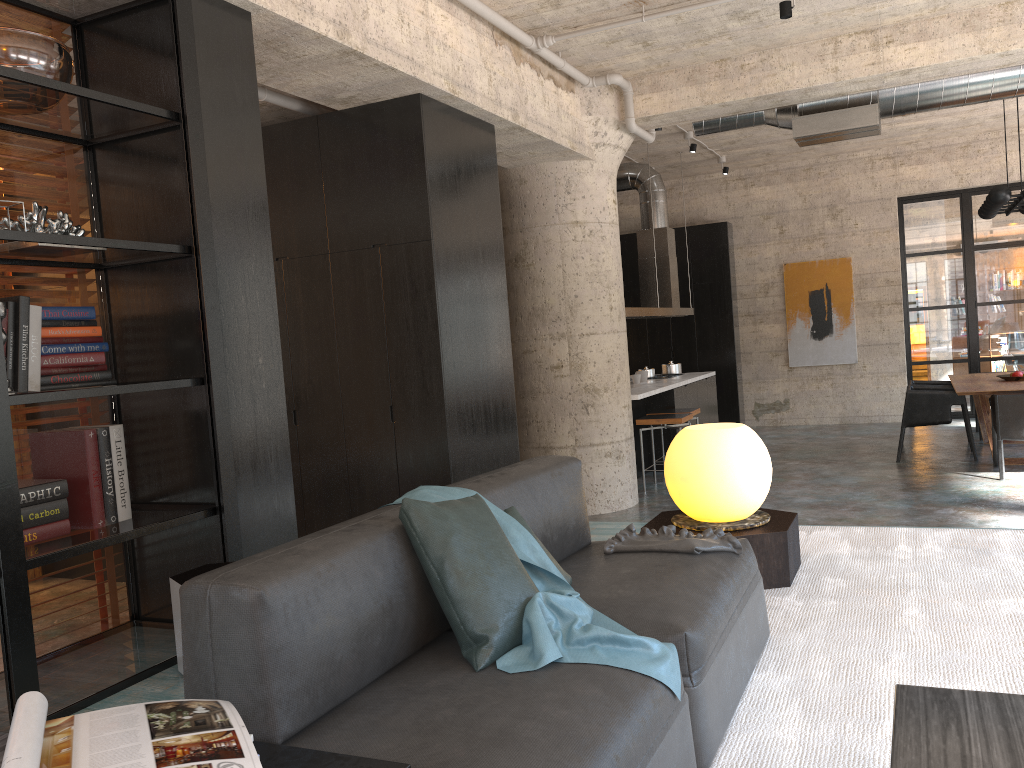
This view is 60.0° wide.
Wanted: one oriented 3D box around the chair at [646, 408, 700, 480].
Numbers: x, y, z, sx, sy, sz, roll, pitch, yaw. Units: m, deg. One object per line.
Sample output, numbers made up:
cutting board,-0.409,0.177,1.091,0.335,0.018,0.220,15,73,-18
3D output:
chair,1.697,0.624,9.182,0.450,0.698,0.450,-3,3,25

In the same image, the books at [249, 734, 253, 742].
books,-0.479,0.496,1.045,0.252,0.011,0.318,-4,3,1

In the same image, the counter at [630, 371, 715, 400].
counter,1.458,0.017,10.122,1.000,0.046,3.500,-3,3,25

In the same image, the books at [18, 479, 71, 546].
books,-1.779,0.457,3.036,0.274,0.197,0.393,-3,3,25

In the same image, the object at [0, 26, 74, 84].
object,-1.802,-1.098,3.170,0.430,0.217,0.434,-3,3,28

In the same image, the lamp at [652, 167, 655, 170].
lamp,1.953,-2.881,12.323,0.145,0.236,0.107,-4,3,8

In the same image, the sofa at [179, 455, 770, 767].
sofa,-0.006,0.635,2.354,1.019,0.680,2.063,-3,3,25

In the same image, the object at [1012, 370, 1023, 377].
object,5.168,-0.097,8.996,0.219,0.097,0.100,-6,3,-22

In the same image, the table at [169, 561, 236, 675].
table,-1.030,0.845,3.192,0.316,0.340,0.365,-6,3,-35

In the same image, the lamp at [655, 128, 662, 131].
lamp,1.465,-2.676,9.000,0.107,0.236,0.145,-4,3,8

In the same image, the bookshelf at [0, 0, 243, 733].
bookshelf,-2.037,-0.143,2.320,0.628,2.571,2.900,-3,3,25

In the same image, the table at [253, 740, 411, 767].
table,-0.433,0.867,1.421,0.420,0.390,0.413,-3,3,25

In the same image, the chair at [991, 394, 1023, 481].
chair,4.717,0.433,7.940,0.707,0.738,0.754,-3,3,25

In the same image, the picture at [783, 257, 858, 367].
picture,4.404,-1.014,12.680,0.928,1.494,0.029,-3,3,25

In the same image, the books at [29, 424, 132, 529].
books,-1.617,0.347,3.338,0.277,0.362,0.191,-3,3,20

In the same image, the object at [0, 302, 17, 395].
object,-1.661,-0.111,2.846,0.099,0.301,0.099,-3,3,19

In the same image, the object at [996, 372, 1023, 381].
object,5.170,-0.084,9.021,0.435,0.079,0.435,-6,3,-29

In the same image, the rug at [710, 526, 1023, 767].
rug,0.907,0.983,0.698,2.954,0.032,7.768,-3,3,25

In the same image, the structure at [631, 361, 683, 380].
structure,1.827,-0.178,11.150,0.506,0.187,0.833,-3,3,25

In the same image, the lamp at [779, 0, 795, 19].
lamp,1.740,-2.406,5.529,0.141,0.215,0.107,-4,3,7

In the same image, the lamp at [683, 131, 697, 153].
lamp,2.058,-2.784,10.223,0.145,0.236,0.107,-4,3,8

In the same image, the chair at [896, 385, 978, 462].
chair,4.406,0.392,9.259,0.754,0.738,0.707,-3,3,25

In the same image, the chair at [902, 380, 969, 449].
chair,4.718,0.336,9.921,0.754,0.738,0.707,-3,3,25

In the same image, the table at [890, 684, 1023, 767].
table,0.912,0.816,1.000,0.900,0.309,1.500,-3,3,25

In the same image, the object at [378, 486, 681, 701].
object,-0.041,0.505,2.271,0.444,0.438,0.985,-7,4,-39

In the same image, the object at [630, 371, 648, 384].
object,1.462,-0.080,10.263,0.188,0.133,0.437,-3,3,25

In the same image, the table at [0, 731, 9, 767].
table,-0.746,0.826,0.910,0.800,0.570,0.800,-3,3,25

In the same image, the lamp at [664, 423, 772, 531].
lamp,0.902,0.392,3.892,0.462,0.417,0.462,-7,3,-37

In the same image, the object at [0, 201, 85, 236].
object,-1.734,-0.580,3.275,0.323,0.177,0.322,-3,3,25

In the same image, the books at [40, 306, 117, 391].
books,-1.739,-0.130,3.320,0.303,0.303,0.378,-3,3,26

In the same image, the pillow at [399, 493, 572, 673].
pillow,-0.009,0.442,2.256,0.320,0.393,0.670,-3,3,31

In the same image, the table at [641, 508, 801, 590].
table,0.854,0.727,3.752,0.616,0.230,1.044,-3,3,25

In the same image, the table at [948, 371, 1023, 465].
table,5.233,0.329,9.059,1.299,0.756,2.410,-3,3,25

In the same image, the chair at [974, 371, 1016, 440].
chair,5.798,0.233,10.324,0.707,0.738,0.754,-3,3,25

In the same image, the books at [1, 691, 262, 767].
books,-0.470,0.459,1.098,0.273,0.109,0.322,-6,3,-25

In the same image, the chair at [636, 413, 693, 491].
chair,1.516,0.663,8.669,0.450,0.698,0.450,-3,3,25

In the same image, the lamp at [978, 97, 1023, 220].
lamp,5.029,-2.411,8.914,0.583,1.327,1.813,-3,3,25

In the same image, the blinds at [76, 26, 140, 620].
blinds,-2.347,0.066,2.474,0.136,3.160,2.915,-3,3,25

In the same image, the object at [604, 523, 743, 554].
object,0.559,0.559,2.990,0.433,0.185,0.429,-3,3,21

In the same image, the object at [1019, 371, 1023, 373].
object,5.215,-0.098,9.052,0.110,0.082,0.088,-6,3,-25

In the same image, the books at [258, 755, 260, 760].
books,-0.485,0.508,1.031,0.252,0.011,0.318,-4,3,11

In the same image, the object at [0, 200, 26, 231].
object,-1.735,-0.565,2.727,0.200,0.200,0.409,-2,3,35

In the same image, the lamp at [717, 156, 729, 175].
lamp,2.841,-2.930,11.913,0.145,0.236,0.107,-4,3,8

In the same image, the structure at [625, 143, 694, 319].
structure,1.391,-1.802,10.159,0.538,2.100,3.117,-3,3,25

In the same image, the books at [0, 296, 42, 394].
books,-1.766,-0.137,3.016,0.216,0.354,0.256,-3,3,25
